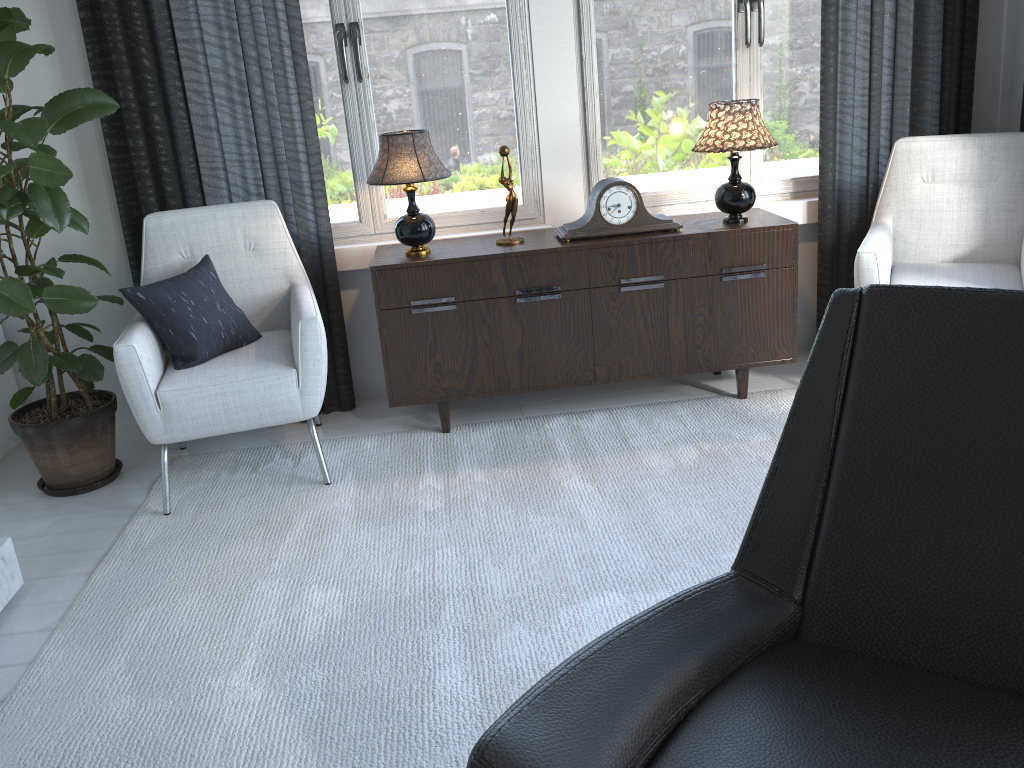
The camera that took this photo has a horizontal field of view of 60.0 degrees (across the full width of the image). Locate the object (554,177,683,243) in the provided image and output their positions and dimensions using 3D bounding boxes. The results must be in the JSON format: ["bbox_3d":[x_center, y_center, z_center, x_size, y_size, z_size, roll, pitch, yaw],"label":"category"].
[{"bbox_3d":[0.349,-0.598,2.978,0.406,0.178,0.183,-6,18,-3],"label":"object"}]

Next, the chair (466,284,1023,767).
[{"bbox_3d":[0.481,0.356,1.065,0.842,0.801,0.812,7,22,33],"label":"chair"}]

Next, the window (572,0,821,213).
[{"bbox_3d":[0.805,-1.775,3.026,1.268,2.297,0.135,-6,17,-3],"label":"window"}]

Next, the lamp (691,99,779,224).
[{"bbox_3d":[0.743,-0.739,2.957,0.280,0.393,0.284,2,19,21],"label":"lamp"}]

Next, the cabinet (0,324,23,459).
[{"bbox_3d":[-1.944,-0.485,2.524,0.191,1.874,1.185,-6,18,-3],"label":"cabinet"}]

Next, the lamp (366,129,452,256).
[{"bbox_3d":[-0.330,-0.621,2.895,0.280,0.393,0.284,2,19,21],"label":"lamp"}]

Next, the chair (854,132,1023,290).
[{"bbox_3d":[1.474,-0.385,2.948,0.594,0.814,0.619,4,20,25],"label":"chair"}]

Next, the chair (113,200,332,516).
[{"bbox_3d":[-0.901,-0.128,2.825,0.594,0.814,0.619,-9,18,-13],"label":"chair"}]

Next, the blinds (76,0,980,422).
[{"bbox_3d":[0.121,-1.540,2.896,3.213,3.241,0.191,-6,17,-3],"label":"blinds"}]

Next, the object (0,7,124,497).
[{"bbox_3d":[-1.443,-0.402,2.602,0.939,1.571,0.644,10,23,40],"label":"object"}]

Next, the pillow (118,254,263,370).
[{"bbox_3d":[-0.997,-0.228,2.782,0.253,0.292,0.361,2,20,22],"label":"pillow"}]

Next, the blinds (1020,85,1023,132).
[{"bbox_3d":[1.866,-1.197,1.456,0.189,3.240,3.249,-6,18,-3],"label":"blinds"}]

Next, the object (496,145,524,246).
[{"bbox_3d":[-0.020,-0.629,2.950,0.096,0.321,0.097,-6,17,-4],"label":"object"}]

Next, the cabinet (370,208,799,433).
[{"bbox_3d":[0.253,-0.221,3.119,1.399,0.606,0.390,-6,18,-3],"label":"cabinet"}]

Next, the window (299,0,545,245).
[{"bbox_3d":[-0.603,-1.619,2.945,1.268,2.297,0.135,-6,17,-3],"label":"window"}]
